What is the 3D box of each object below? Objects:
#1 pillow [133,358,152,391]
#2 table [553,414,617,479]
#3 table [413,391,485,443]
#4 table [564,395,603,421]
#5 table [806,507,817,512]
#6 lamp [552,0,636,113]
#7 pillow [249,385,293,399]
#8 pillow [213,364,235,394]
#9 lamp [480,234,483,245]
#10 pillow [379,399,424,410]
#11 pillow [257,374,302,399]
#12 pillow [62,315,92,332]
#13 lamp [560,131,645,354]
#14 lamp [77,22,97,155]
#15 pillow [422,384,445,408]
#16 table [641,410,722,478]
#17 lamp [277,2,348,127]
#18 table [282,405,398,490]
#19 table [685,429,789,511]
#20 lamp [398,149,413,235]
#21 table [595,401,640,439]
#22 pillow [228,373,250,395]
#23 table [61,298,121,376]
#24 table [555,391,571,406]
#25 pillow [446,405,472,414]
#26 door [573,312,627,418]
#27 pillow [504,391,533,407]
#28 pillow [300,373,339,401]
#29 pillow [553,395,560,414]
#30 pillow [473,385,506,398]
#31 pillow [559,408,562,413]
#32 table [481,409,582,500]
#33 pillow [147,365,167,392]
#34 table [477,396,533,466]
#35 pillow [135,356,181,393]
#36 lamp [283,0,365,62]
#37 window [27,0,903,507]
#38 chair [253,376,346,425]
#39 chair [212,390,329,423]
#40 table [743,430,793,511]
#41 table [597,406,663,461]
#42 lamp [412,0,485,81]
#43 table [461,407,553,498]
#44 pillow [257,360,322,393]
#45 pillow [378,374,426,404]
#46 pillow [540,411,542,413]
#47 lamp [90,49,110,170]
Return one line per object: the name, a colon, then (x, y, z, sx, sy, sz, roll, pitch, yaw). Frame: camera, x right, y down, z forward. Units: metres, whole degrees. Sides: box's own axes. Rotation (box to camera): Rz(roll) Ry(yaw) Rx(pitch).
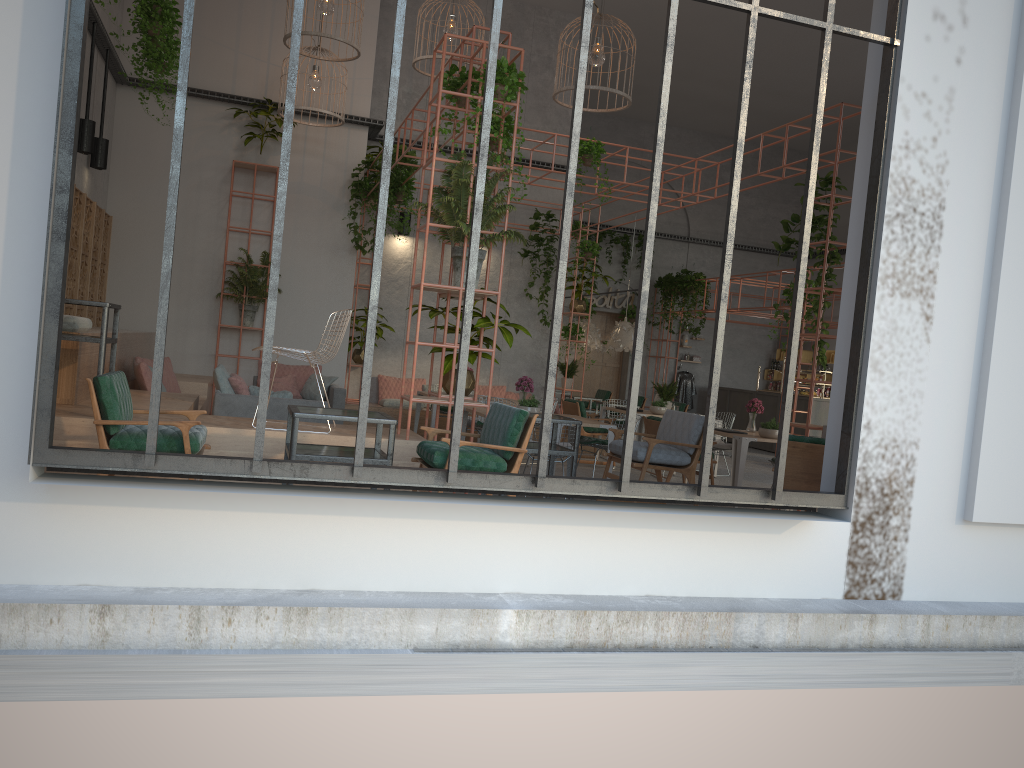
pillow: (-3.817, -0.009, 9.283, 0.276, 0.474, 0.839, 5, 2, -26)
table: (0.552, 0.785, 9.727, 0.694, 0.830, 1.214, 5, 2, -17)
table: (-0.888, 0.572, 12.139, 0.694, 0.830, 1.205, 5, 2, -17)
table: (1.390, 0.661, 17.862, 0.635, 0.798, 0.602, 5, 2, -17)
table: (2.656, 0.904, 6.968, 0.602, 0.798, 0.635, 6, 2, 23)
lamp: (1.065, -4.896, 9.874, 0.883, 3.476, 0.883, 7, 2, 36)
pillow: (-2.280, 0.196, 8.529, 0.499, 0.324, 0.307, 6, 2, 18)
pillow: (-2.773, 0.062, 8.636, 0.276, 0.474, 0.839, 5, 2, -16)
lamp: (-0.509, -2.998, 14.517, 0.179, 1.425, 0.185, 5, 2, -17)
pillow: (-1.736, 0.317, 13.928, 0.637, 0.149, 0.491, 5, 2, -16)
pillow: (-2.989, 0.026, 11.430, 0.479, 0.317, 0.441, 4, 2, -35)
pillow: (-3.657, -0.487, 7.061, 0.491, 0.149, 0.637, 5, 2, -16)
lamp: (1.693, -2.659, 17.806, 0.704, 4.052, 4.456, 5, 2, -17)
lamp: (-4.657, -3.261, 9.772, 0.185, 1.436, 0.185, 6, 2, 24)
pillow: (-1.153, 0.218, 14.515, 0.666, 0.385, 0.289, 5, 2, -21)
table: (2.467, 0.872, 13.160, 0.694, 0.830, 1.214, 5, 2, -17)
lamp: (-2.537, -5.311, 11.903, 0.883, 3.476, 0.883, 7, 2, 36)
table: (-1.112, 0.573, 5.590, 0.635, 0.798, 0.602, 5, 2, -17)
table: (2.612, 0.984, 10.296, 0.694, 0.830, 1.205, 5, 2, -17)
lamp: (-1.661, -3.101, 14.168, 0.179, 1.425, 0.185, 5, 2, -17)
table: (1.890, 0.760, 16.182, 0.635, 0.798, 0.602, 5, 2, -17)
pillow: (-2.629, 0.107, 8.667, 0.289, 0.385, 0.666, 5, 2, -16)
table: (-3.157, -0.198, 6.240, 0.635, 0.798, 0.602, 5, 2, -17)
table: (0.890, 0.562, 19.541, 0.635, 0.798, 0.602, 5, 2, -17)
pillow: (-0.736, 0.407, 14.231, 0.637, 0.149, 0.491, 5, 2, -16)
door: (1.942, -0.394, 21.675, 1.360, 2.729, 0.551, 5, 2, -17)
pillow: (0.069, 0.327, 14.886, 0.666, 0.385, 0.289, 5, 2, -21)
pillow: (-2.541, 0.049, 11.507, 0.495, 0.349, 0.308, 7, 2, 33)
pillow: (0.595, 0.309, 15.680, 0.276, 0.474, 0.839, 5, 2, -26)
pillow: (-0.534, 0.226, 14.677, 0.839, 0.474, 0.276, 6, 2, 4)
pillow: (0.950, 0.523, 15.910, 0.491, 0.149, 0.637, 5, 2, -16)
table: (0.138, 0.649, 7.199, 0.635, 0.798, 0.602, 5, 2, -17)
pillow: (-3.993, 0.002, 9.933, 0.289, 0.385, 0.666, 5, 2, -21)
table: (-0.225, 0.631, 12.344, 0.694, 0.830, 1.214, 5, 2, -17)
pillow: (-4.182, -0.081, 10.509, 0.276, 0.474, 0.839, 6, 2, 4)
lamp: (-2.039, -5.634, 10.277, 0.883, 3.476, 0.883, 7, 2, 36)
window: (0.190, -2.236, 4.244, 4.126, 5.544, 0.089, 5, 2, -17)
chair: (-2.760, 0.299, 11.369, 1.127, 0.672, 1.052, 5, 2, -17)
chair: (-2.381, 0.373, 8.688, 1.056, 0.586, 1.127, 5, 2, -17)
table: (3.275, 1.043, 10.502, 0.694, 0.830, 1.214, 5, 2, -17)
table: (1.804, 0.813, 12.955, 0.694, 0.830, 1.205, 5, 2, -17)
lamp: (-0.664, -5.747, 11.299, 0.883, 3.476, 0.883, 7, 2, 36)
table: (-0.109, 0.726, 9.522, 0.694, 0.830, 1.205, 5, 2, -17)
pillow: (-2.946, -0.044, 11.718, 0.836, 0.476, 0.273, 5, 2, -16)
pillow: (-1.767, 0.114, 14.349, 0.839, 0.474, 0.276, 5, 2, -26)
pillow: (0.234, 0.494, 14.525, 0.637, 0.149, 0.491, 5, 2, -16)
lamp: (-4.936, -3.316, 10.709, 0.185, 1.436, 0.179, 5, 2, -17)
